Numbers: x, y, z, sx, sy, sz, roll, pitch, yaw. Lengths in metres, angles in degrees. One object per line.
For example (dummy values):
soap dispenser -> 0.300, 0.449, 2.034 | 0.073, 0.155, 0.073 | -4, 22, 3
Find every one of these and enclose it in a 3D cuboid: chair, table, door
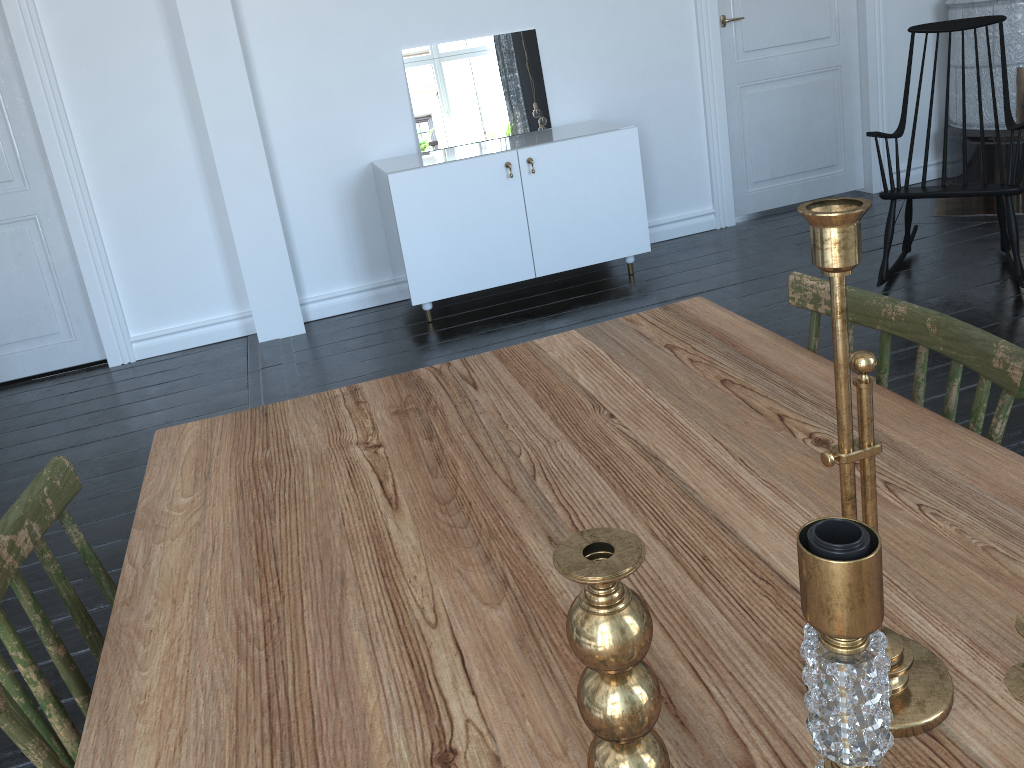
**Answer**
chair -> 1.859, -0.991, 3.715 | 0.613, 0.973, 0.936 | 1, 22, 29
table -> 0.255, 0.652, 0.655 | 1.024, 0.693, 2.294 | -14, 22, -12
chair -> -0.291, 0.502, 1.096 | 0.489, 0.801, 0.480 | -14, 18, -14
door -> -2.508, -1.135, 3.844 | 1.048, 2.396, 0.119 | -14, 17, -14
door -> 1.518, -2.175, 4.856 | 1.177, 2.396, 0.119 | -14, 17, -14
chair -> 0.415, 0.320, 1.272 | 0.489, 0.801, 0.480 | -14, 18, -14

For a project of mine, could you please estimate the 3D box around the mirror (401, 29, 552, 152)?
mirror -> -0.168, -1.480, 4.436 | 0.700, 0.487, 0.055 | -14, 17, -14

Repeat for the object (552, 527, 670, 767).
object -> 0.071, 0.216, 0.573 | 0.100, 0.240, 0.104 | -6, 17, 10

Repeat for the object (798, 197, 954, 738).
object -> 0.270, 0.060, 0.669 | 0.114, 0.397, 0.117 | 4, 21, 36

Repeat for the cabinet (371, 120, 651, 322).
cabinet -> 0.005, -0.816, 4.342 | 1.208, 0.712, 0.606 | -14, 19, -13

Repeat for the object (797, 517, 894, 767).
object -> 0.178, 0.213, 0.460 | 0.140, 0.301, 0.145 | 0, 20, 27

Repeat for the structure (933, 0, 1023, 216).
structure -> 2.618, -2.435, 4.533 | 0.778, 2.798, 1.311 | 1, 20, 30

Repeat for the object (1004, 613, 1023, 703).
object -> 0.339, 0.223, 0.562 | 0.080, 0.155, 0.083 | 2, 21, 32
